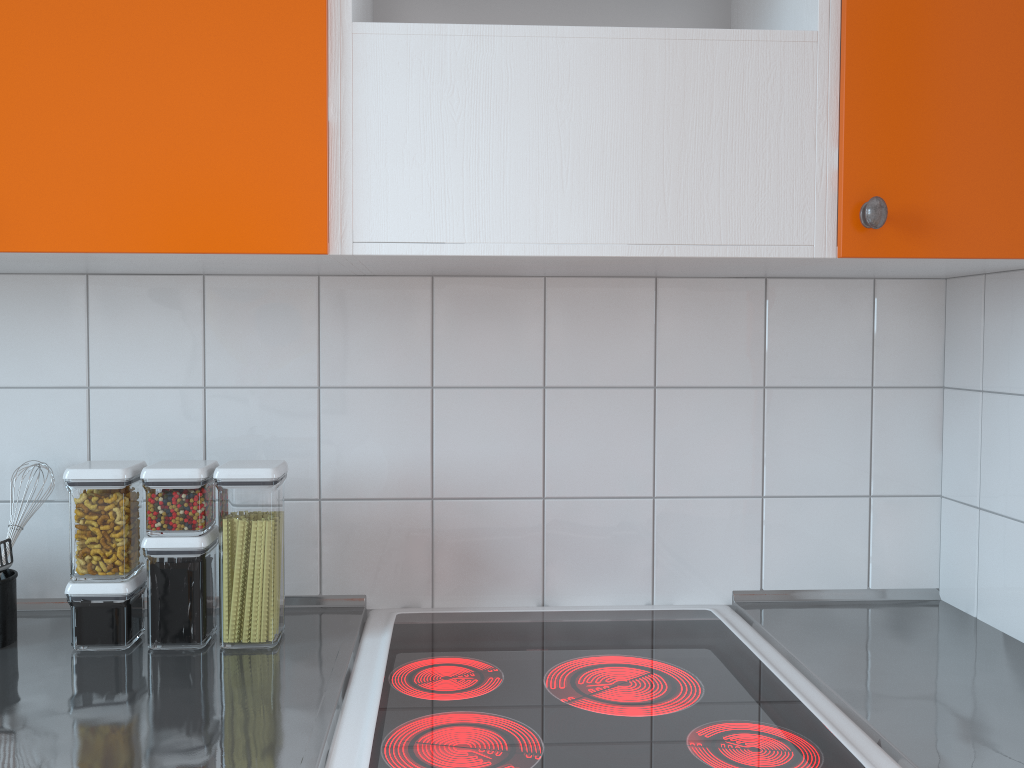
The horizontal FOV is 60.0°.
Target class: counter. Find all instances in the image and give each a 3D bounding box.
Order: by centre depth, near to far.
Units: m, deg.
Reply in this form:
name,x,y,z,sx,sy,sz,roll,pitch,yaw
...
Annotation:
name,x,y,z,sx,sy,sz,roll,pitch,yaw
counter,-0.791,0.431,1.125,3.113,0.132,0.679,0,3,-3

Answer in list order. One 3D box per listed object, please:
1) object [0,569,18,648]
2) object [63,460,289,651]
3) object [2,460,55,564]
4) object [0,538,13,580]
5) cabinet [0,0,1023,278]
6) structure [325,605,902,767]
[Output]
name,x,y,z,sx,sy,sz,roll,pitch,yaw
object,-0.772,0.331,1.289,0.095,0.105,0.097,-1,3,-22
object,-0.485,0.247,1.297,0.302,0.260,0.094,0,2,-3
object,-0.755,0.250,1.344,0.063,0.251,0.185,0,2,-3
object,-0.732,0.294,1.272,0.034,0.164,0.118,-1,3,-23
cabinet,-0.787,0.077,1.094,3.114,2.347,0.703,0,2,-3
structure,0.092,0.818,1.155,0.620,0.864,0.731,0,3,-4
